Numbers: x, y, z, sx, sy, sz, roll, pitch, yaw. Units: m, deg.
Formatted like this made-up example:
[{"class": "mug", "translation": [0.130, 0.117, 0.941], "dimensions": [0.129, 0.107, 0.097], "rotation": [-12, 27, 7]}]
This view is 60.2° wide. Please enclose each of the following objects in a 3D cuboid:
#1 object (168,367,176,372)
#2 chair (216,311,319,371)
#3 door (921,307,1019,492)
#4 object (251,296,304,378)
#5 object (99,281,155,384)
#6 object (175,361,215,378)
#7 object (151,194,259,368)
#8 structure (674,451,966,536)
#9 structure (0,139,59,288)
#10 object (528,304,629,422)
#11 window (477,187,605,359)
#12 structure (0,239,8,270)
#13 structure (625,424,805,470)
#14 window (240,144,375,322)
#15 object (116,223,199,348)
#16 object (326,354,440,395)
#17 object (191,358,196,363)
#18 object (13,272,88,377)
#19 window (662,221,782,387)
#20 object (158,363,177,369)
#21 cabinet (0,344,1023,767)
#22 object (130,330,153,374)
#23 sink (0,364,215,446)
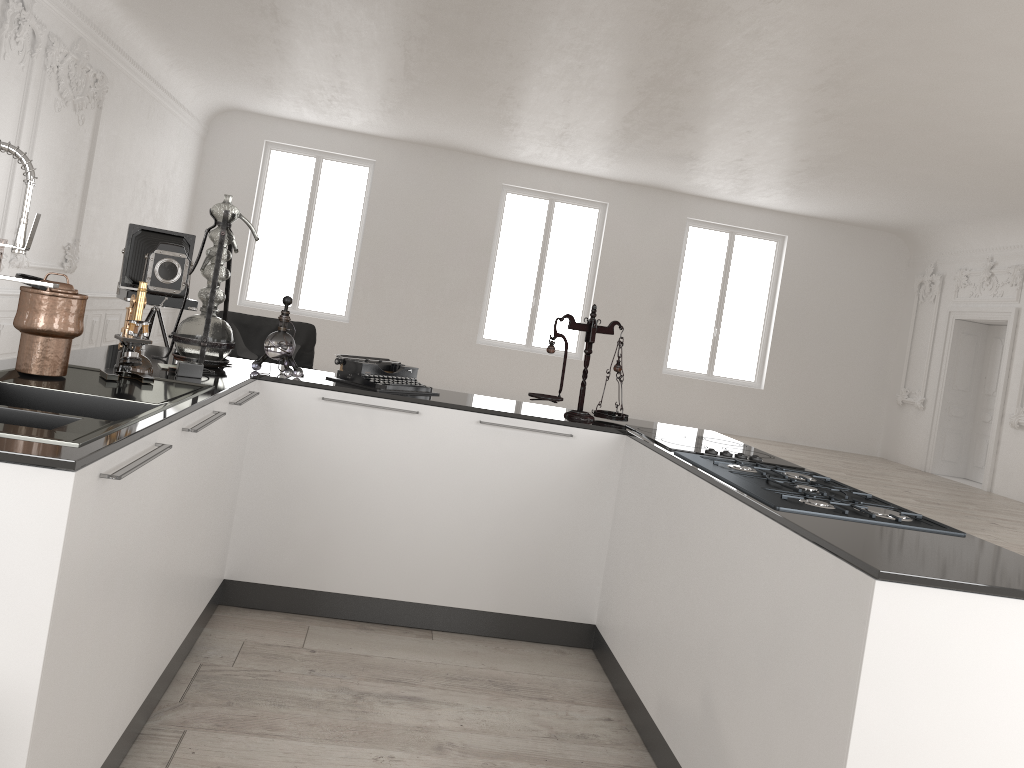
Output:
[{"class": "object", "translation": [-1.151, -0.050, 3.002], "dimensions": [0.032, 0.012, 0.042], "rotation": [8, 4, -22]}, {"class": "chair", "translation": [-1.940, -0.029, 6.882], "dimensions": [0.969, 0.963, 1.093], "rotation": [9, 2, -22]}, {"class": "door", "translation": [7.022, 0.194, 13.099], "dimensions": [0.653, 2.593, 1.565], "rotation": [9, 1, -8]}, {"class": "object", "translation": [-0.902, -0.193, 3.485], "dimensions": [0.203, 0.312, 0.222], "rotation": [9, 1, -9]}, {"class": "object", "translation": [-1.127, -0.162, 2.625], "dimensions": [0.131, 0.291, 0.170], "rotation": [9, 0, -37]}, {"class": "object", "translation": [-1.098, -0.063, 3.083], "dimensions": [0.123, 0.045, 0.377], "rotation": [8, 4, -19]}, {"class": "object", "translation": [-1.107, -0.393, 3.374], "dimensions": [0.320, 0.651, 0.292], "rotation": [9, 0, 36]}, {"class": "structure", "translation": [0.857, 0.305, 2.638], "dimensions": [0.520, 0.014, 0.845], "rotation": [9, 4, -8]}, {"class": "structure", "translation": [-1.211, -0.282, 2.070], "dimensions": [0.279, 0.582, 0.130], "rotation": [9, 0, -7]}, {"class": "object", "translation": [0.321, -0.094, 3.727], "dimensions": [0.510, 0.491, 0.169], "rotation": [8, 0, -34]}, {"class": "window", "translation": [0.488, -1.817, 14.510], "dimensions": [1.722, 2.581, 0.071], "rotation": [9, -1, -7]}, {"class": "structure", "translation": [-4.058, -0.439, 5.805], "dimensions": [0.658, 1.247, 1.549], "rotation": [9, 2, -8]}, {"class": "structure", "translation": [0.761, 0.231, 3.428], "dimensions": [0.505, 0.021, 0.630], "rotation": [9, 4, -7]}, {"class": "window", "translation": [-3.242, -2.398, 14.044], "dimensions": [1.722, 2.581, 0.071], "rotation": [9, -1, -7]}, {"class": "object", "translation": [-2.811, -0.454, 6.879], "dimensions": [0.707, 1.523, 0.659], "rotation": [9, 0, -32]}, {"class": "object", "translation": [-0.532, -0.044, 3.680], "dimensions": [0.319, 0.110, 0.381], "rotation": [12, 4, 37]}, {"class": "object", "translation": [-1.074, -0.058, 2.974], "dimensions": [0.017, 0.056, 0.017], "rotation": [9, 0, -27]}, {"class": "object", "translation": [-1.283, -0.170, 2.461], "dimensions": [0.187, 0.280, 0.207], "rotation": [10, 1, 33]}, {"class": "window", "translation": [3.551, -1.341, 14.894], "dimensions": [1.722, 2.581, 0.071], "rotation": [9, -1, -7]}, {"class": "object", "translation": [-1.185, -0.058, 3.097], "dimensions": [0.093, 0.004, 0.141], "rotation": [7, 4, -27]}, {"class": "cabinet", "translation": [-0.247, 0.567, 2.789], "dimensions": [2.701, 0.882, 2.470], "rotation": [9, 3, -7]}, {"class": "object", "translation": [-1.203, -0.108, 2.843], "dimensions": [0.111, 0.132, 0.111], "rotation": [9, 1, -2]}, {"class": "sink", "translation": [-1.104, 0.089, 2.150], "dimensions": [0.484, 0.140, 1.169], "rotation": [9, 4, -8]}]
